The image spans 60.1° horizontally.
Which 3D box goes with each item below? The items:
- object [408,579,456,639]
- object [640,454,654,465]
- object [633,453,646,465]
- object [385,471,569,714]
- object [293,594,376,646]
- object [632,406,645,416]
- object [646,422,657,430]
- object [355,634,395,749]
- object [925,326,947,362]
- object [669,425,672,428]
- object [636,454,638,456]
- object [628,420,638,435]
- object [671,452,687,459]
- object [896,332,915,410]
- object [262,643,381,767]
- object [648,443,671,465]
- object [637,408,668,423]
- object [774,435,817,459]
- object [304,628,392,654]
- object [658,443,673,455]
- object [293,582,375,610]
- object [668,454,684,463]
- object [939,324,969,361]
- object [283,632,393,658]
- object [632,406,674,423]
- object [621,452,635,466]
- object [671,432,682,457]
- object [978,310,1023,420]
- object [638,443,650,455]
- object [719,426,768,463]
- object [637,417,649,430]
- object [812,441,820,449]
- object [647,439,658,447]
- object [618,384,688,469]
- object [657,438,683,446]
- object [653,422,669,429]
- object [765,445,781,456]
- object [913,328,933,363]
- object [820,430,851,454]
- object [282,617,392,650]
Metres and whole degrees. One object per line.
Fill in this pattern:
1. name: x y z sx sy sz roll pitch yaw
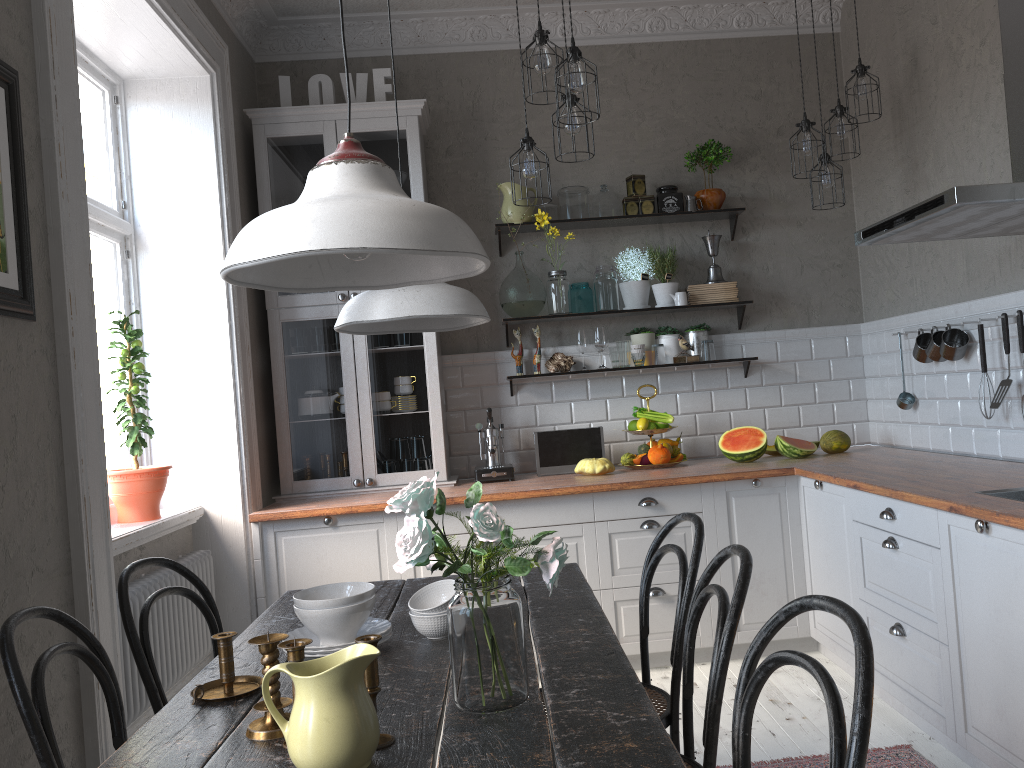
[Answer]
1. object: -0.174 0.519 2.032 0.123 0.119 0.129 -5 -1 13
2. object: 0.658 0.391 4.499 0.070 0.076 0.226 -4 -1 -20
3. object: 0.643 0.382 4.482 0.084 0.057 0.090 -5 -1 29
4. object: -0.052 0.352 1.547 0.313 0.414 0.250 -4 -1 -5
5. object: -0.391 0.528 1.974 0.181 0.094 0.178 -4 -1 -12
6. object: 0.644 0.139 4.482 0.074 0.058 0.050 -4 -1 -26
7. object: 0.697 0.222 4.451 0.064 0.061 0.066 -4 -1 -3
8. object: -0.223 0.488 1.412 0.059 0.167 0.060 -5 -1 11
9. object: 1.891 -0.178 3.905 0.108 0.161 0.136 -5 -1 0
10. object: 0.791 0.214 4.522 0.052 0.050 0.049 -5 -1 7
11. object: 0.705 0.388 4.588 0.062 0.048 0.235 -4 -1 -30
12. object: 0.639 0.220 4.507 0.097 0.078 0.100 -4 -1 -16
13. object: 0.797 0.371 4.574 0.213 0.044 0.055 -5 -1 35
14. object: 1.896 -0.063 4.292 0.077 0.379 0.082 -4 -1 -3
15. object: -0.276 0.489 1.326 0.153 0.170 0.133 -4 -1 -42
16. object: 0.727 0.347 4.381 0.115 0.110 0.109 -4 -1 -35
17. object: 0.739 0.164 4.551 0.178 0.096 0.089 -5 -1 17
18. object: 1.400 0.304 4.331 0.227 0.127 0.146 -4 -1 -20
19. object: -0.387 0.572 1.974 0.242 0.027 0.232 -4 -1 -35
20. object: 0.765 0.334 4.459 0.087 0.078 0.089 -5 -1 24
21. object: -0.392 0.508 1.974 0.181 0.094 0.178 -4 -1 -12
22. object: 0.818 0.376 4.454 0.069 0.051 0.088 -4 -1 -45
23. object: 1.885 -0.179 3.778 0.107 0.161 0.138 -5 -1 15
24. object: -0.386 0.581 1.974 0.235 0.027 0.240 -5 -1 15
25. object: 0.712 0.155 4.482 0.210 0.101 0.067 -5 -1 3
26. object: 0.602 0.383 4.516 0.075 0.072 0.154 -5 -1 27
27. object: 0.834 0.308 4.529 0.060 0.120 0.127 -5 -1 21
28. object: 1.882 -0.051 3.406 0.081 0.443 0.328 -5 -1 -1
29. object: 0.698 0.342 4.576 0.077 0.076 0.156 -5 -1 24
30. object: 1.139 0.301 4.364 0.233 0.174 0.220 -5 -1 19
31. object: 0.654 0.202 4.433 0.058 0.069 0.080 -5 -1 17
32. object: 1.496 0.326 4.511 0.204 0.073 0.117 -4 -1 -40
33. object: 0.729 0.329 4.571 0.086 0.093 0.086 -4 -1 -7
34. object: 0.702 0.213 4.506 0.356 0.425 0.347 -4 -1 -18
35. object: 0.806 0.304 4.534 0.128 0.056 0.059 -4 -1 -11
36. object: 0.751 0.219 4.489 0.077 0.062 0.099 -4 -1 -30
37. object: 1.375 0.340 4.599 0.198 0.067 0.103 -5 -1 3
38. object: 1.888 -0.175 4.033 0.108 0.161 0.137 -5 -1 10
39. object: 1.631 0.291 4.471 0.208 0.119 0.129 -4 -1 -40
40. object: -0.387 0.564 1.974 0.234 0.027 0.240 -5 -1 20
